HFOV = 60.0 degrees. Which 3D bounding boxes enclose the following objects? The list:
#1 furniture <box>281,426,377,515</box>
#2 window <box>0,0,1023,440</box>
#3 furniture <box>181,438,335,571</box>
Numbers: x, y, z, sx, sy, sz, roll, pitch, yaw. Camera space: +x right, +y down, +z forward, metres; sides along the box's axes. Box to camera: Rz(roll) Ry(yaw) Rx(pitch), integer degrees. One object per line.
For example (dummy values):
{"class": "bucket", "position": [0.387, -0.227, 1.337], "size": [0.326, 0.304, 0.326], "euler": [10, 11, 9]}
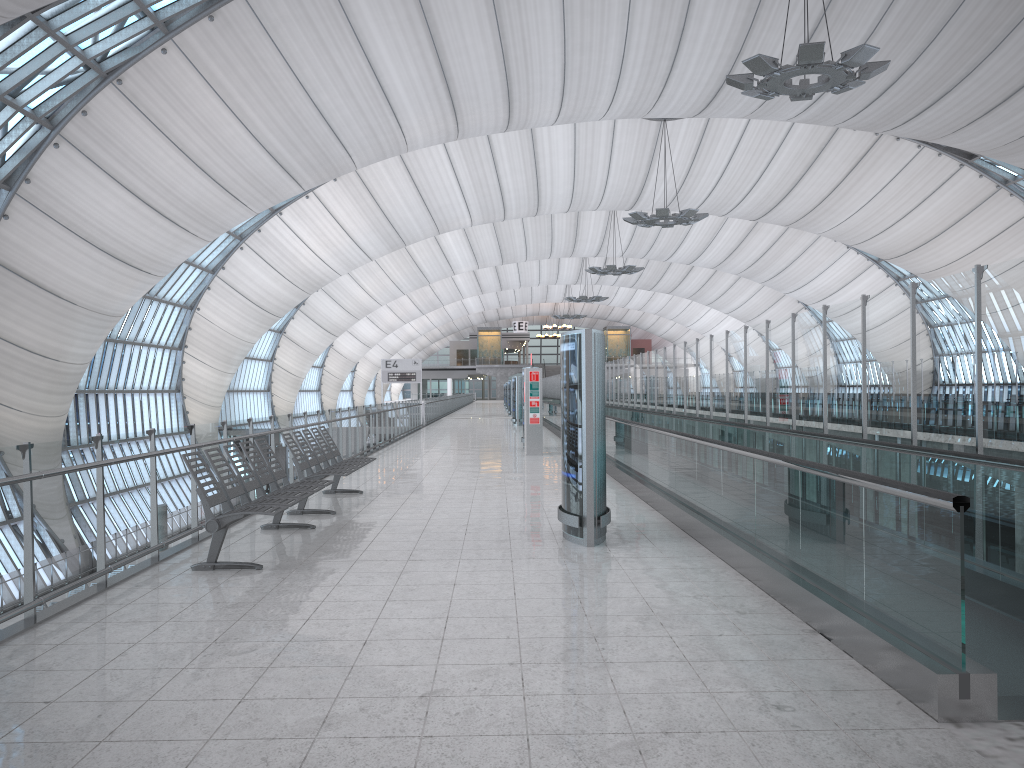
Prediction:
{"class": "furniture", "position": [-2.179, 1.005, 10.846], "size": [0.713, 0.902, 2.520], "euler": [0, 0, -1]}
{"class": "window", "position": [6.680, -3.002, 78.808], "size": [50.537, 20.004, 167.818], "euler": [0, 0, -1]}
{"class": "furniture", "position": [-2.144, 0.984, 7.824], "size": [0.713, 0.902, 2.520], "euler": [0, 0, -1]}
